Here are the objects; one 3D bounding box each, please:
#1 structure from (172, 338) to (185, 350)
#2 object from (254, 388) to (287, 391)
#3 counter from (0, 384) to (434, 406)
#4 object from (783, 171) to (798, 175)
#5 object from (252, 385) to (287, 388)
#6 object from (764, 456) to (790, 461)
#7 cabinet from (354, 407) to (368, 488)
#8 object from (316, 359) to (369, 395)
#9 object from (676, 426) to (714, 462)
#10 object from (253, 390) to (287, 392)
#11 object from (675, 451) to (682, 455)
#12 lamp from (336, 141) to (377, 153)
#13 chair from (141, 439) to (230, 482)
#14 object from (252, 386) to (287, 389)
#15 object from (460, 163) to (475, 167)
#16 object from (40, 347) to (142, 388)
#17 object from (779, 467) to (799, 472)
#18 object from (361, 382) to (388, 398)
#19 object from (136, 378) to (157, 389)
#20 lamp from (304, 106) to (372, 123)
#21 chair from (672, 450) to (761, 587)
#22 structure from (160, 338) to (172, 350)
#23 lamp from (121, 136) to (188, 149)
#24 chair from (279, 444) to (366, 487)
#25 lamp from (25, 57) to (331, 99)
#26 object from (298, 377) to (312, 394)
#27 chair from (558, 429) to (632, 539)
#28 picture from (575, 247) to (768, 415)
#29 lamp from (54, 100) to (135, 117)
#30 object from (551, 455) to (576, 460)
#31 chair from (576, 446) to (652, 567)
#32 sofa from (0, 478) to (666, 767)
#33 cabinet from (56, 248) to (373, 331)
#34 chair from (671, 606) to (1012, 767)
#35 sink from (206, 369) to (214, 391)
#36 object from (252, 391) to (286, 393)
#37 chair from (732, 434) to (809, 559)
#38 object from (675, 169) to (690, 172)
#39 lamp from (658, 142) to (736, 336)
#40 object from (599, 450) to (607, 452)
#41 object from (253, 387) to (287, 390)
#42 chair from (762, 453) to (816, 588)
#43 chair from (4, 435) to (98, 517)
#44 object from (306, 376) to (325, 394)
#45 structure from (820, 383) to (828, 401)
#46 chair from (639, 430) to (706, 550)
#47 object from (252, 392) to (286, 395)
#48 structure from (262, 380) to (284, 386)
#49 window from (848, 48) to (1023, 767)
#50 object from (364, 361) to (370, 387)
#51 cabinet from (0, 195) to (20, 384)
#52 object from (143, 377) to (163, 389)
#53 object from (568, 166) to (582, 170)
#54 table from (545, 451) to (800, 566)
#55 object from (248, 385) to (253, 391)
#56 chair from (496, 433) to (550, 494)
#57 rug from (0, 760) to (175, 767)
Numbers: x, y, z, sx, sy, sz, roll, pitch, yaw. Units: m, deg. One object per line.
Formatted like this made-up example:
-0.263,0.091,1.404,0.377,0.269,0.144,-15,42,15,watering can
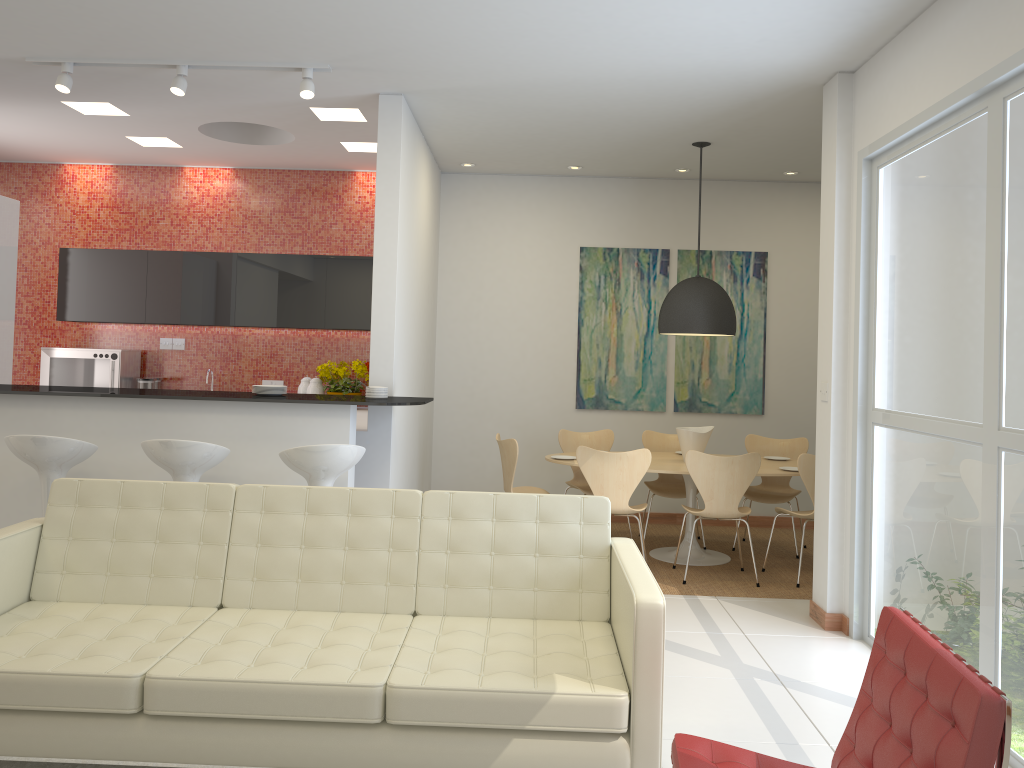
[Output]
-3.120,-0.373,8.288,0.114,0.105,0.008,2,-2,1,structure
-1.510,0.039,5.516,0.210,0.015,0.210,0,3,-45,object
-1.997,0.064,5.405,2.964,0.019,0.735,2,2,1,counter
2.473,-1.870,7.856,0.129,0.010,0.129,0,2,-44,object
-1.509,0.018,5.517,0.210,0.015,0.210,0,3,-45,object
2.146,0.605,7.171,0.210,0.015,0.210,1,2,-21,object
-2.586,0.710,7.013,3.335,0.986,2.494,2,1,1,cabinet
-1.493,-0.006,7.898,0.522,0.449,0.503,2,0,4,object
1.401,0.462,6.839,0.271,0.280,0.261,2,0,37,object
-1.510,0.046,5.516,0.210,0.015,0.210,0,3,-45,object
1.465,0.578,7.367,0.210,0.015,0.210,2,2,19,object
-1.224,-1.987,7.373,0.408,0.034,0.408,2,2,1,lamp
-1.766,0.789,4.768,0.457,1.022,0.464,2,-1,12,chair
-1.510,0.025,5.516,0.210,0.015,0.210,0,3,-45,object
-0.396,-1.959,7.920,0.129,0.010,0.129,0,2,-44,object
-3.819,-0.085,8.021,0.722,0.471,0.435,2,0,1,object
2.061,0.625,6.469,0.210,0.015,0.210,1,2,-34,object
-0.870,0.034,5.591,0.173,0.098,0.140,2,1,-6,object
-3.290,0.058,7.958,0.172,0.216,0.172,2,0,20,object
-1.245,-1.956,6.378,0.408,0.034,0.408,2,2,1,lamp
1.427,0.901,6.170,0.521,0.908,0.515,2,-1,1,chair
-3.239,-0.376,8.288,0.114,0.105,0.013,2,-2,1,structure
-2.991,-2.042,7.413,0.408,0.034,0.408,2,2,1,lamp
-1.033,0.812,4.755,0.457,1.022,0.464,2,-1,-13,chair
-2.003,-1.829,5.304,1.822,0.200,0.112,2,-1,1,lamp
-1.868,0.065,8.054,0.159,0.284,0.159,2,-1,-37,object
0.670,0.843,7.269,0.521,0.908,0.515,2,-1,-20,chair
1.476,-0.495,8.186,1.738,1.509,0.020,2,-2,1,picture
-3.013,-2.011,6.417,0.408,0.034,0.408,2,2,1,lamp
0.401,0.565,6.764,0.210,0.015,0.210,3,2,23,object
0.711,0.878,6.213,0.521,0.908,0.515,2,-1,9,chair
-0.787,0.906,3.320,2.564,0.924,1.000,2,0,1,sofa
-2.471,-0.855,8.114,3.242,0.661,0.351,2,-1,1,cabinet
0.781,1.046,2.238,0.706,0.818,0.699,2,0,6,chair
-2.762,0.132,8.027,0.808,0.538,0.416,2,0,1,sink
-1.510,0.053,5.516,0.210,0.015,0.210,0,3,-45,object
2.114,0.889,7.208,0.521,0.908,0.515,1,-1,25,chair
1.516,-1.899,7.877,0.129,0.010,0.129,0,2,-44,object
1.455,-1.128,6.886,0.594,1.496,0.593,2,-1,3,lamp
0.683,0.559,7.228,0.210,0.015,0.210,3,2,23,object
-1.510,0.032,5.516,0.210,0.015,0.210,0,3,-45,object
2.132,0.920,6.240,0.521,0.908,0.515,2,-1,-15,chair
-2.497,0.767,4.784,0.457,1.022,0.464,2,-1,12,chair
-1.752,0.074,7.903,0.159,0.284,0.159,2,-1,-37,object
1.818,0.045,5.160,0.013,0.104,0.114,2,0,1,structure
1.333,0.861,7.347,0.521,0.908,0.515,2,-1,5,chair
-1.511,0.060,5.515,0.210,0.015,0.210,0,3,-45,object
-2.230,0.016,8.253,0.198,0.099,0.016,2,-1,1,structure
1.936,0.102,3.249,0.121,2.717,3.432,2,1,1,window
-1.073,0.007,7.893,0.502,0.449,0.522,2,0,-19,object
-4.457,-0.081,5.918,1.637,2.527,1.056,2,-1,1,cabinet
-3.325,0.050,8.191,0.172,0.216,0.172,2,0,20,object
0.560,-1.929,7.899,0.129,0.010,0.129,0,2,-44,object
1.375,0.965,6.840,2.262,0.730,1.279,2,1,2,table
-2.289,0.098,7.912,0.164,0.178,0.011,2,-1,15,object
0.128,0.846,6.662,0.515,0.908,0.521,2,-1,-15,chair
-0.922,1.402,2.133,3.327,0.004,2.443,2,2,3,rug
